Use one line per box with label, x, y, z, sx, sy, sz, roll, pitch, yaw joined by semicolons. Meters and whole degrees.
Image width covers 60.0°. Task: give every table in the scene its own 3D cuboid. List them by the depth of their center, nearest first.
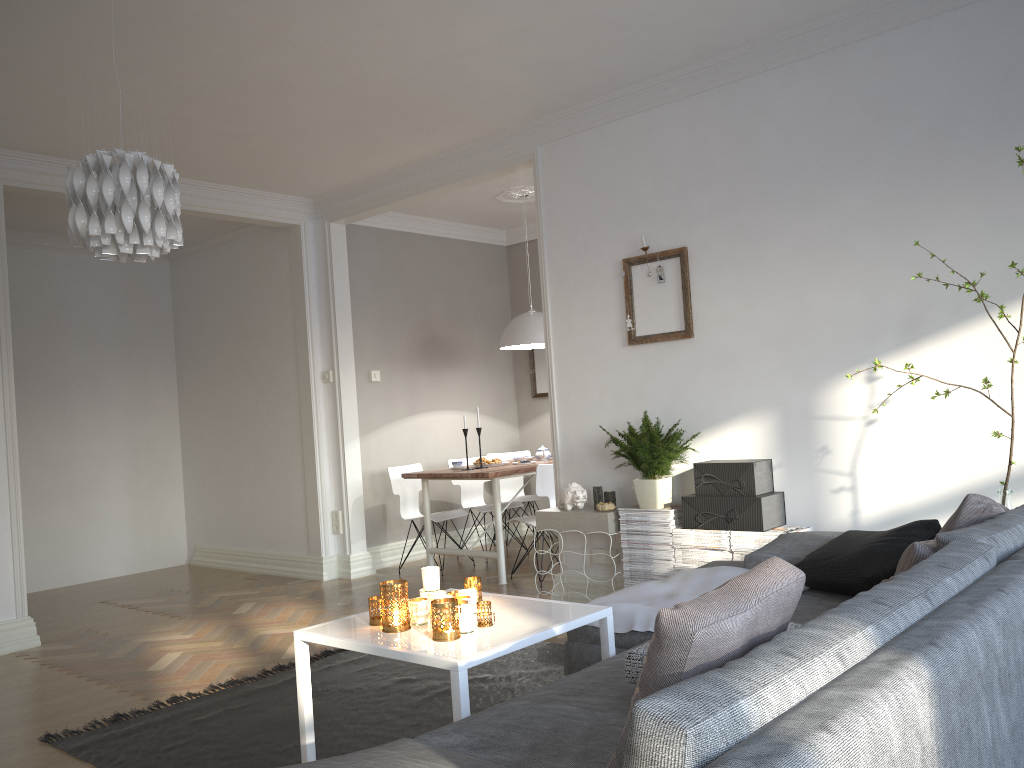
table;-0.162;0.974;2.723;0.715;0.504;0.674;-5;-2;41
table;1.225;0.925;4.133;0.327;0.499;0.246;-5;-2;41
table;0.990;0.948;4.341;0.327;0.499;0.246;-5;-2;41
table;0.756;0.922;4.547;0.321;0.596;0.246;-5;-2;41
table;0.411;0.966;4.805;0.553;0.575;0.298;-5;-2;42
table;0.215;0.959;6.746;0.853;0.750;1.986;-5;-2;41

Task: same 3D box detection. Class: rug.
rug;-0.376;1.255;3.449;2.113;0.055;2.014;-6;-3;41

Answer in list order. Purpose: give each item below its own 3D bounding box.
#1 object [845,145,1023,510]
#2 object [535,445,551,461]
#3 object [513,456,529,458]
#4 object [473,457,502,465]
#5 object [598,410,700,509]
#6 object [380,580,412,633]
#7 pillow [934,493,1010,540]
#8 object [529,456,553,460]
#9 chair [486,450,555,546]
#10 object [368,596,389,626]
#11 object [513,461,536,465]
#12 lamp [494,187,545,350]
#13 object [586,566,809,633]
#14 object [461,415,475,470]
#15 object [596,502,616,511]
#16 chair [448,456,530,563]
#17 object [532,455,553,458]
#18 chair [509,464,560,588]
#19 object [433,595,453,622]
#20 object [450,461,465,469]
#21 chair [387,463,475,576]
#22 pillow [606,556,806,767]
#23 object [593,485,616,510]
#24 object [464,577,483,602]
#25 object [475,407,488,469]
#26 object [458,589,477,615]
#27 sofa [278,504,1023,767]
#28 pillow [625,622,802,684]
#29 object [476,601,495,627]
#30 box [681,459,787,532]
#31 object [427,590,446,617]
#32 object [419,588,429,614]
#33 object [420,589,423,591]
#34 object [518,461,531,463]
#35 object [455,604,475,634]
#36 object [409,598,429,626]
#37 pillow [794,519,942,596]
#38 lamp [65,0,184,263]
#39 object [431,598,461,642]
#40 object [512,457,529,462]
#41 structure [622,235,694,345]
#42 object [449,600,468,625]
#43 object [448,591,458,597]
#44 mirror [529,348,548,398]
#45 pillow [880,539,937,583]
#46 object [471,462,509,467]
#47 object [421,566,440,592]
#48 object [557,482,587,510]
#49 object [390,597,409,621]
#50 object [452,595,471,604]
object;1.664;-0.035;3.342;0.776;1.674;0.340;-4;-1;1
object;0.235;0.522;6.715;0.124;0.118;0.143;-2;-2;-44
object;0.071;0.577;6.821;0.129;0.038;0.129;-2;-3;-43
object;-0.186;0.568;6.524;0.198;0.063;0.188;-4;-2;12
object;0.696;0.392;4.531;0.438;0.526;0.368;-5;-2;42
object;-0.351;0.661;2.643;0.090;0.139;0.087;-4;-1;12
pillow;1.406;0.526;2.763;0.324;0.402;0.429;-5;-2;29
object;0.254;0.578;6.959;0.287;0.019;0.287;-4;-2;14
chair;0.058;0.979;7.589;0.431;0.785;0.479;-4;-1;-17
object;-0.411;0.699;2.733;0.060;0.079;0.060;-5;-2;32
object;0.089;0.576;6.472;0.180;0.014;0.180;-4;-2;7
lamp;0.130;-0.876;6.777;0.530;1.182;0.530;-3;-2;-41
object;0.669;0.932;3.174;0.726;0.437;0.811;-5;-2;40
object;-0.322;0.405;6.226;0.095;0.396;0.095;-5;-1;37
object;0.494;0.645;4.674;0.099;0.046;0.104;-4;-2;-2
chair;-0.199;0.979;7.059;0.431;0.785;0.479;-3;-2;-38
object;0.254;0.574;6.964;0.201;0.022;0.194;-3;-2;-28
chair;0.258;0.909;5.912;0.431;0.785;0.479;-3;-1;-28
object;-0.209;0.687;2.714;0.060;0.073;0.060;-4;-1;-3
object;-0.393;0.586;6.414;0.116;0.056;0.137;-3;-2;-18
chair;-0.610;0.992;6.619;0.479;0.785;0.431;-5;-1;32
pillow;0.341;0.525;1.565;0.242;0.390;0.426;-5;-2;42
object;0.498;0.604;4.778;0.123;0.134;0.062;-4;-1;-8
object;-0.130;0.687;2.955;0.060;0.079;0.060;-5;-2;36
object;-0.231;0.374;6.284;0.095;0.448;0.095;-5;-1;37
object;-0.138;0.685;2.782;0.060;0.073;0.060;-3;-1;-24
sofa;0.587;0.806;2.432;1.556;0.772;2.631;-5;-2;42
pillow;0.505;0.637;2.048;0.406;0.194;0.404;-5;-2;28
object;-0.078;0.678;2.614;0.054;0.068;0.047;-4;-1;2
box;1.047;0.533;4.270;0.420;0.315;0.298;-5;-2;41
object;-0.235;0.692;2.788;0.060;0.073;0.060;-4;-1;21
object;-0.266;0.696;2.848;0.060;0.073;0.060;-4;-1;21
object;-0.266;0.693;2.848;0.056;0.066;0.056;-4;-1;3
object;0.086;0.572;6.461;0.100;0.025;0.066;-5;-2;19
object;-0.136;0.677;2.551;0.060;0.073;0.060;-4;-1;3
object;-0.282;0.692;2.693;0.060;0.073;0.060;-5;-2;30
pillow;1.206;0.597;3.062;0.401;0.248;0.421;-3;-2;-28
lamp;-1.316;-0.951;2.967;0.355;1.065;0.354;-4;-1;-6
object;-0.188;0.663;2.497;0.080;0.104;0.080;-5;-2;32
object;0.065;0.572;6.652;0.129;0.038;0.129;-6;-2;41
structure;0.754;-0.509;4.666;0.399;0.574;0.053;-5;-1;39
object;-0.156;0.681;2.616;0.060;0.073;0.060;-3;-1;-24
object;-0.181;0.697;2.846;0.052;0.058;0.050;-4;-1;11
mirror;0.353;-0.170;7.880;0.474;0.557;0.051;-5;-2;41
pillow;1.104;0.568;2.502;0.414;0.311;0.337;-2;-2;-43
object;-0.161;0.592;6.518;0.287;0.019;0.287;-5;-2;29
object;-0.258;0.621;2.820;0.060;0.073;0.060;-3;-2;-33
object;0.330;0.611;4.846;0.137;0.150;0.311;-3;-2;-19
object;-0.343;0.697;2.715;0.060;0.073;0.060;-5;-2;30
object;-0.152;0.682;2.681;0.060;0.073;0.060;-3;-1;-24
